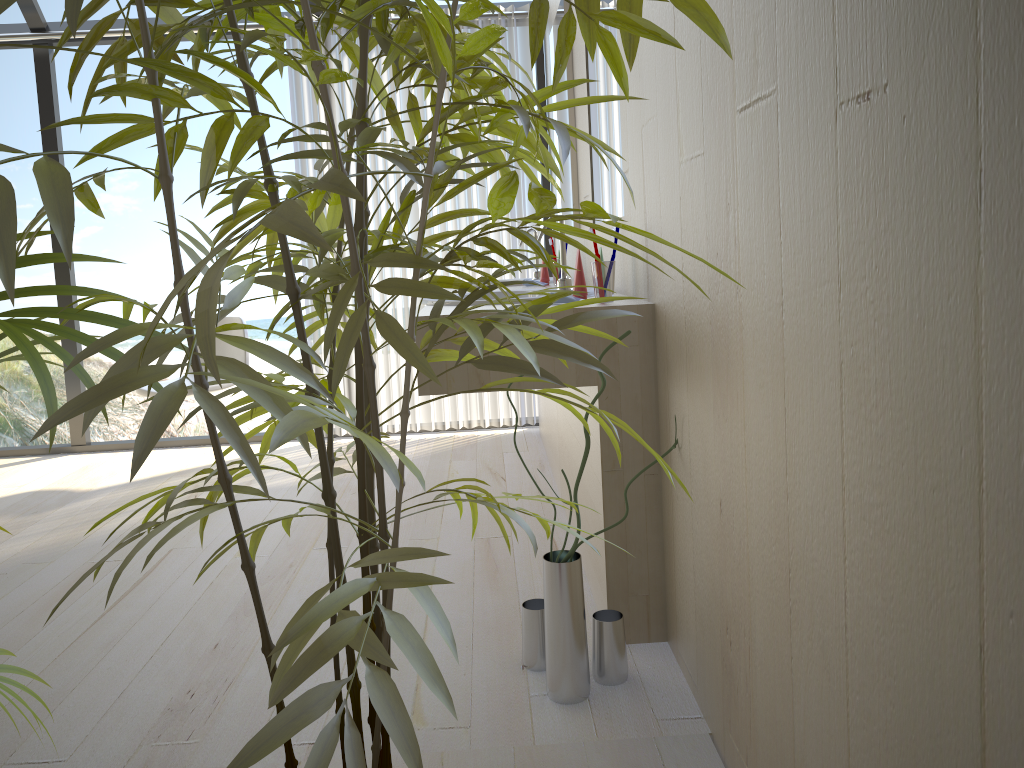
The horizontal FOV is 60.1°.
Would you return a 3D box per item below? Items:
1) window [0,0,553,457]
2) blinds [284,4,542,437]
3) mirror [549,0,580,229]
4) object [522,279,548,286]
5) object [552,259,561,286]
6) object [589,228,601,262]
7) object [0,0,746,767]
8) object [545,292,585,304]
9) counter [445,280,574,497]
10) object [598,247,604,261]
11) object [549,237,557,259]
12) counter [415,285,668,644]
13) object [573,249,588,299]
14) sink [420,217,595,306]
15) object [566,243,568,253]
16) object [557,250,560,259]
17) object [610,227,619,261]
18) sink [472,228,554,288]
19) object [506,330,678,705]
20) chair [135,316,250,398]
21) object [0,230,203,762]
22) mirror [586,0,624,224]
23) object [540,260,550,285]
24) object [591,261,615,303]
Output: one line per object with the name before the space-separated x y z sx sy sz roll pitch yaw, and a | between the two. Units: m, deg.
window | -2.081 -1.010 4.126 4.560 2.799 0.749 -3 5 -2
blinds | -0.454 -0.791 4.397 1.183 2.059 0.084 -3 5 -2
mirror | 0.210 -1.059 3.616 0.023 0.863 0.657 -3 6 -2
object | 0.084 -0.380 3.308 0.104 0.029 0.033 4 9 38
object | 0.175 -0.414 3.287 0.058 0.099 0.059 -2 6 5
object | 0.196 -0.276 2.058 0.012 0.177 0.050 1 7 37
object | -0.132 -0.091 0.867 0.786 1.747 0.941 -1 6 23
object | 0.126 -0.205 2.107 0.104 0.029 0.033 4 9 38
counter | 0.017 -0.034 3.782 0.550 0.786 1.213 -3 7 -2
object | 0.228 -0.283 2.265 0.039 0.134 0.039 1 7 40
object | 0.154 -0.451 3.259 0.012 0.177 0.050 1 7 37
counter | 0.059 0.141 2.581 0.550 0.786 1.213 -3 7 -2
object | 0.165 -0.266 2.171 0.039 0.134 0.039 1 7 40
sink | -0.009 -0.262 2.510 0.504 0.417 0.577 -3 7 2
object | 0.187 -0.454 3.276 0.054 0.174 0.012 -1 6 24
object | 0.186 -0.458 3.466 0.039 0.134 0.039 -8 7 -43
object | 0.229 -0.279 2.075 0.054 0.174 0.012 -1 6 24
sink | -0.051 -0.436 3.711 0.504 0.417 0.577 -3 7 2
object | 0.200 0.258 1.852 0.407 0.745 0.275 -4 6 -14
chair | -1.447 -0.121 4.066 0.369 0.345 0.457 0 8 27
object | -0.862 0.242 0.828 0.916 1.151 0.755 1 7 32
mirror | 0.274 -0.911 2.585 0.023 0.863 0.657 -3 6 -2
object | 0.123 -0.441 3.372 0.039 0.134 0.039 -8 7 -43
object | 0.216 -0.239 2.085 0.058 0.099 0.059 -2 6 9
